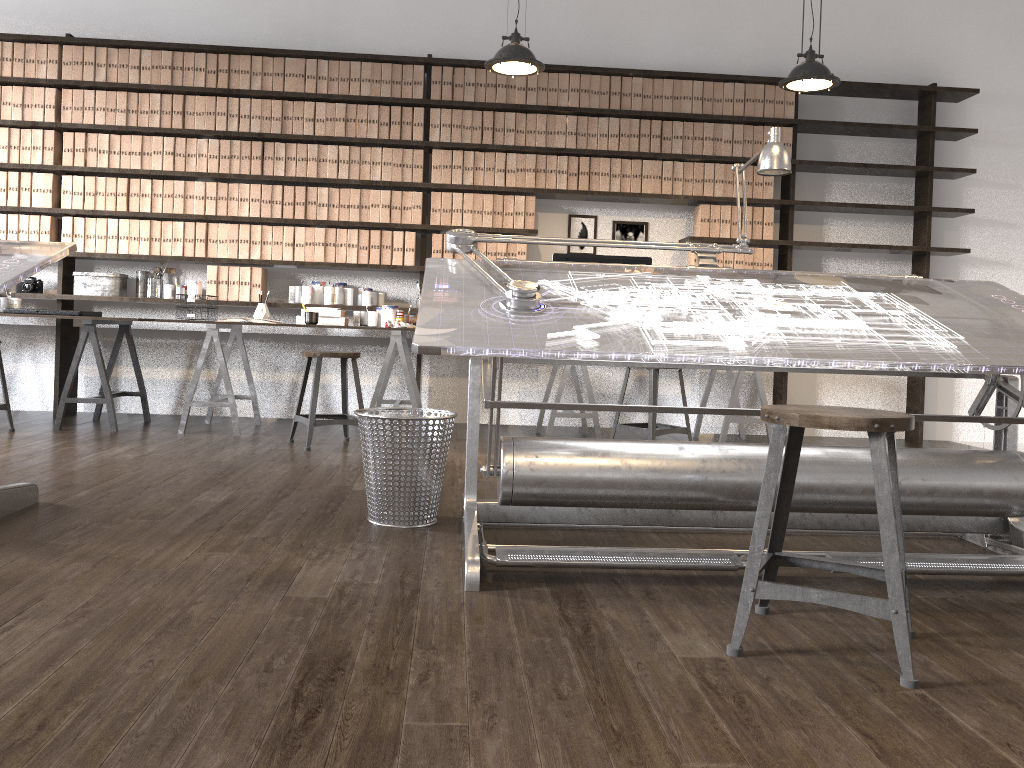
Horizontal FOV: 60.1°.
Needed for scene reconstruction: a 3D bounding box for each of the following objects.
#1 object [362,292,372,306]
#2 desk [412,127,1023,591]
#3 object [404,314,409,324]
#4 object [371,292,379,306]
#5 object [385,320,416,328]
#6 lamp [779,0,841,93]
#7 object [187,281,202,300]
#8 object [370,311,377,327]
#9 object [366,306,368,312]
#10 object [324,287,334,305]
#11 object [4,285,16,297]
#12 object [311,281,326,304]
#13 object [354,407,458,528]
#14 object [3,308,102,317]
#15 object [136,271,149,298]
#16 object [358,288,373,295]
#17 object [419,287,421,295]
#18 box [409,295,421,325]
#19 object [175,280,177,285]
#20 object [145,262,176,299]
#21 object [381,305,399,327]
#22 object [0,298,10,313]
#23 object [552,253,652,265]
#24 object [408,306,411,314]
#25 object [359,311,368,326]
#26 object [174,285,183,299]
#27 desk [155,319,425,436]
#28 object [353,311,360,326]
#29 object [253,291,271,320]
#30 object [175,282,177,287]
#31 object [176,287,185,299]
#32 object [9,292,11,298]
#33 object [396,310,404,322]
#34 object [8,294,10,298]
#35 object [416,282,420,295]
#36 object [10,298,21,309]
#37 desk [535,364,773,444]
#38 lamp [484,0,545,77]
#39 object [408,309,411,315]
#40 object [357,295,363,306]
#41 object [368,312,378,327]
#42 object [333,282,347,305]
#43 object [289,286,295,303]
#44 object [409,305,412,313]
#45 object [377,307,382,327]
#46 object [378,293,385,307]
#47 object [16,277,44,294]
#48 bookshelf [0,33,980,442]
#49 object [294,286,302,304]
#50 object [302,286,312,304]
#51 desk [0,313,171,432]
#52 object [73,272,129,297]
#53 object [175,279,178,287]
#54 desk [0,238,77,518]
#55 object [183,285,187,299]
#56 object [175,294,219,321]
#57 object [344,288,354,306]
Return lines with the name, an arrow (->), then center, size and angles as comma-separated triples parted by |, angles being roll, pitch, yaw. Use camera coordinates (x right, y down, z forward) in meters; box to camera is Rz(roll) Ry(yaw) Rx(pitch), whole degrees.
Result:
object -> -0.952, -0.557, 5.814 | 0.062, 0.095, 0.062 | 3, 1, 28
desk -> 0.744, -0.165, 2.836 | 2.068, 1.386, 1.078 | 2, 2, -4
object -> -0.687, -0.401, 5.668 | 0.060, 0.089, 0.059 | 2, 1, 1
object -> -0.915, -0.559, 5.870 | 0.063, 0.094, 0.062 | 3, 2, 28
object -> -0.681, -0.368, 5.455 | 0.197, 0.050, 0.132 | 0, 4, -33
lamp -> 1.604, -2.696, 4.649 | 0.311, 2.251, 0.312 | 2, 1, 21
object -> -2.079, -0.609, 5.800 | 0.095, 0.128, 0.094 | 2, 1, 3
object -> -0.892, -0.418, 5.705 | 0.045, 0.101, 0.044 | 2, 1, -4
object -> -0.938, -0.442, 5.759 | 0.029, 0.133, 0.004 | 2, 0, 1
object -> -1.199, -0.576, 5.806 | 0.062, 0.119, 0.062 | 1, 1, -36
object -> -3.235, -0.637, 5.744 | 0.107, 0.161, 0.236 | 1, 3, -38
object -> -1.287, -0.600, 5.890 | 0.095, 0.162, 0.094 | 2, 1, -8
object -> -0.371, 0.285, 3.053 | 0.353, 0.377, 0.353 | 3, 2, 18
object -> -2.723, -0.424, 5.268 | 0.445, 0.033, 0.312 | 2, 3, -4
object -> -2.460, -0.657, 5.891 | 0.079, 0.188, 0.079 | 2, 1, -25
object -> -0.989, -0.581, 5.973 | 0.094, 0.130, 0.095 | 2, 2, -17
object -> -0.581, -0.536, 5.662 | 0.053, 0.182, 0.006 | 3, 1, 39
box -> -0.543, -0.458, 5.639 | 0.212, 0.207, 0.138 | 2, 1, -4
object -> -2.182, -0.615, 5.772 | 0.028, 0.127, 0.004 | 2, 0, -5
object -> -2.312, -0.695, 5.822 | 0.181, 0.272, 0.156 | 2, 1, -20
object -> -0.777, -0.428, 5.637 | 0.105, 0.141, 0.104 | 2, 1, 4
object -> -3.172, -0.490, 5.534 | 0.062, 0.093, 0.063 | 1, 2, -45
object -> 0.570, -0.572, 5.730 | 0.643, 0.518, 0.204 | 2, 1, -4
object -> -0.669, -0.434, 5.660 | 0.040, 0.130, 0.005 | 2, 0, -6
object -> -0.946, -0.418, 5.683 | 0.062, 0.093, 0.063 | 3, 2, 37
object -> -2.197, -0.603, 5.848 | 0.062, 0.093, 0.063 | 1, 2, -42
desk -> -1.257, -0.033, 5.486 | 1.668, 0.669, 0.656 | 2, 2, -4
object -> -0.995, -0.423, 5.728 | 0.062, 0.094, 0.062 | 3, 2, 37
object -> -1.601, -0.495, 5.679 | 0.101, 0.209, 0.101 | 3, 1, 41
object -> -2.174, -0.610, 5.758 | 0.035, 0.103, 0.004 | 2, 0, -8
object -> -2.153, -0.597, 5.834 | 0.062, 0.093, 0.181 | 2, 3, 10
object -> -3.189, -0.515, 5.608 | 0.029, 0.133, 0.004 | 2, 0, -8
object -> -0.708, -0.410, 5.602 | 0.049, 0.112, 0.049 | 2, 1, 0
object -> -3.196, -0.516, 5.602 | 0.036, 0.117, 0.005 | 2, 0, -9
object -> -0.587, -0.547, 5.648 | 0.055, 0.214, 0.007 | 2, 0, 3
object -> -3.129, -0.492, 5.585 | 0.062, 0.094, 0.062 | 1, 2, -45
desk -> 0.878, 0.036, 5.629 | 1.668, 0.669, 0.656 | 2, 2, -4
lamp -> 0.055, -2.746, 4.544 | 0.311, 2.251, 0.312 | 2, 1, 21
object -> -0.670, -0.431, 5.682 | 0.040, 0.124, 0.005 | 2, 0, -7
object -> -0.999, -0.553, 5.887 | 0.054, 0.081, 0.054 | 2, 1, -14
object -> -0.888, -0.414, 5.643 | 0.062, 0.094, 0.062 | 1, 2, -44
object -> -1.159, -0.597, 5.910 | 0.094, 0.162, 0.205 | 2, 2, -2
object -> -1.450, -0.589, 5.877 | 0.062, 0.119, 0.062 | 3, 1, 37
object -> -0.660, -0.433, 5.666 | 0.033, 0.147, 0.005 | 2, 0, -5
object -> -0.832, -0.430, 5.741 | 0.095, 0.128, 0.094 | 2, 1, -8
object -> -0.885, -0.562, 5.933 | 0.062, 0.095, 0.062 | 3, 1, 28
object -> -3.124, -0.638, 5.721 | 0.171, 0.108, 0.091 | 2, 2, -4
bookshelf -> -1.450, -0.619, 5.934 | 9.174, 3.207, 0.374 | 2, 0, -4
object -> -1.401, -0.584, 5.833 | 0.062, 0.118, 0.063 | 3, 1, 37
object -> -1.343, -0.580, 5.793 | 0.062, 0.119, 0.062 | 1, 1, -44
desk -> -3.017, -0.090, 5.367 | 1.668, 0.669, 0.656 | 2, 2, -4
object -> -2.688, -0.647, 5.788 | 0.317, 0.152, 0.193 | 2, 2, -4
object -> -2.178, -0.623, 5.777 | 0.041, 0.125, 0.008 | 2, 0, -15
desk -> -2.599, -0.274, 2.612 | 2.279, 1.386, 1.078 | 2, 2, -4
object -> -2.142, -0.601, 5.830 | 0.045, 0.101, 0.044 | 2, 1, -1
object -> -1.963, -0.475, 5.531 | 0.203, 0.161, 0.284 | 2, 3, -4
object -> -1.085, -0.576, 5.883 | 0.062, 0.119, 0.062 | 1, 1, -36
